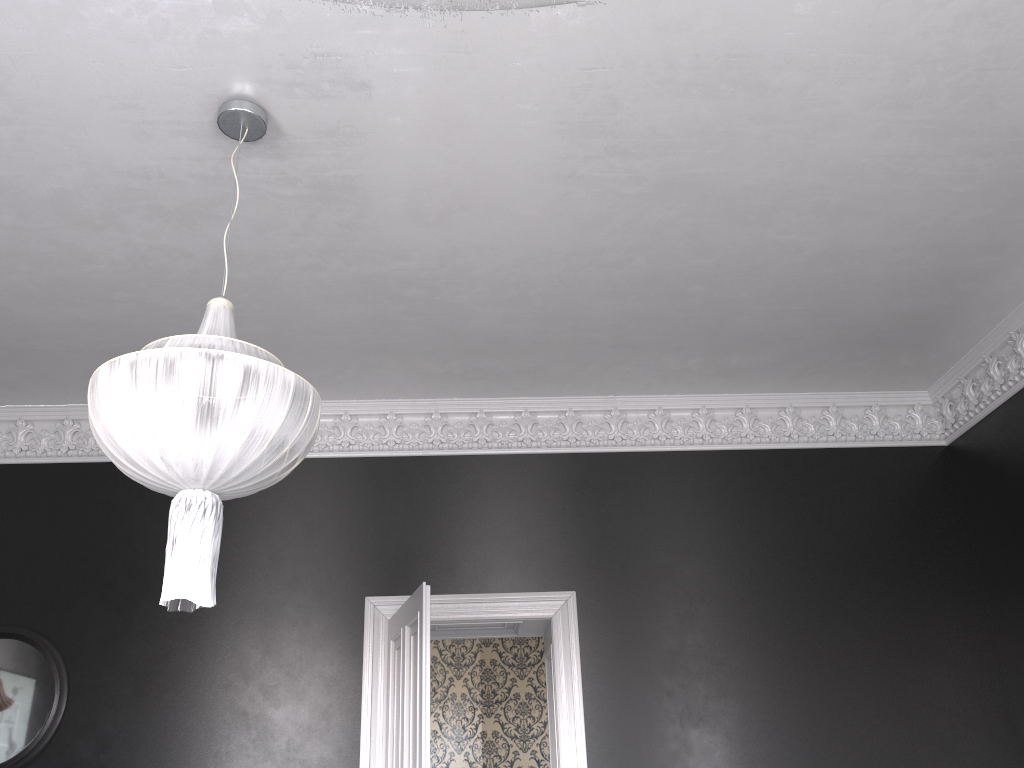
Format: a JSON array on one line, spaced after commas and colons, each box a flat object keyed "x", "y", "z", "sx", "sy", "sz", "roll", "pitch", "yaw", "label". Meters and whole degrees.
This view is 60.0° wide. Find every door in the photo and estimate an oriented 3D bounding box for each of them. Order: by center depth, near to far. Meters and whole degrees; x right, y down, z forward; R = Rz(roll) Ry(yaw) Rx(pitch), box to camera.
[{"x": -0.570, "y": 2.388, "z": 4.852, "sx": 0.216, "sy": 2.356, "sz": 1.106, "roll": 4, "pitch": -26, "yaw": -14, "label": "door"}]

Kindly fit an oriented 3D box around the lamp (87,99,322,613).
[{"x": -1.087, "y": -0.196, "z": 3.270, "sx": 0.786, "sy": 2.033, "sz": 0.785, "roll": -22, "pitch": -31, "yaw": 36, "label": "lamp"}]

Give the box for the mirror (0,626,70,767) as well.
[{"x": -3.214, "y": 1.958, "z": 5.460, "sx": 0.924, "sy": 0.917, "sz": 0.061, "roll": -1, "pitch": -25, "yaw": -3, "label": "mirror"}]
